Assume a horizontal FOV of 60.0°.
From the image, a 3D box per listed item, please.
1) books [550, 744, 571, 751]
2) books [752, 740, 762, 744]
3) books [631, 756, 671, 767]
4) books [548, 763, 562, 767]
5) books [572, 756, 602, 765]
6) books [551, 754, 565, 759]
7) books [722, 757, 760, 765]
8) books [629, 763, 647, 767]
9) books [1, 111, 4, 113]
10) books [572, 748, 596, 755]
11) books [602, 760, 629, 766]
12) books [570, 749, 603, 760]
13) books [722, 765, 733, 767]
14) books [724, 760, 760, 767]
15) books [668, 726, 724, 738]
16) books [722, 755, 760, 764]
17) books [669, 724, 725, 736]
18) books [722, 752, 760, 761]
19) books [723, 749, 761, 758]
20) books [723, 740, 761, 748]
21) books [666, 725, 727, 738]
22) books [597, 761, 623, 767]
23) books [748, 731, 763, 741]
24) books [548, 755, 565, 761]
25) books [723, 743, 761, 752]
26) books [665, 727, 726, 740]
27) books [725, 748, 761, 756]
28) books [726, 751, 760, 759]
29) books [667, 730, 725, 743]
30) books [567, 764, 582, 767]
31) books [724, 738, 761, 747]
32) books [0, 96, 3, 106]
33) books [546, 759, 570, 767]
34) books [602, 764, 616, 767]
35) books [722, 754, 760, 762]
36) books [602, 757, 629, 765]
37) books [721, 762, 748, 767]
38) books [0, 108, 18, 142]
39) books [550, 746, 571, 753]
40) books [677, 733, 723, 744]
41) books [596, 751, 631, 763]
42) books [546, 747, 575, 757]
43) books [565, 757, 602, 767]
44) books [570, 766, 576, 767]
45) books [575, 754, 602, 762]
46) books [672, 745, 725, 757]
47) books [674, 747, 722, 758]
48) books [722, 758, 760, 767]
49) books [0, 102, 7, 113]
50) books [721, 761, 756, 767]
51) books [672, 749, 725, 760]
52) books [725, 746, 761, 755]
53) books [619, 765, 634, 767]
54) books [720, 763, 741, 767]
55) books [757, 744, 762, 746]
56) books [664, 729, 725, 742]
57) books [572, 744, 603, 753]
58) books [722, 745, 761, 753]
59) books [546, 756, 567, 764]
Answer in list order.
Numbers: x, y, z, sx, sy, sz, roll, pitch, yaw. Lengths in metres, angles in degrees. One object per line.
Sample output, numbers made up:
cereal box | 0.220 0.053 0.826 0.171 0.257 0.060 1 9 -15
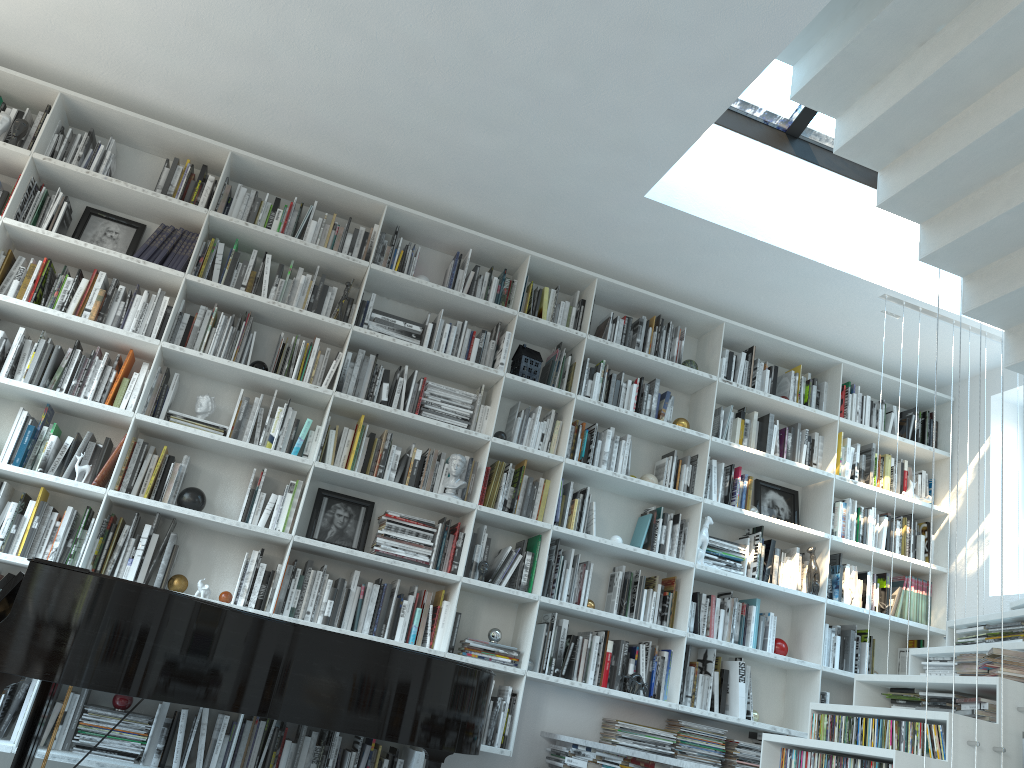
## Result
books | 0.314 1.842 4.460 0.159 0.011 0.246 18 -22 -17
books | 1.466 1.980 4.849 0.159 0.012 0.286 19 -22 -17
books | 0.603 1.578 3.665 0.139 0.028 0.262 15 -21 -9
books | 0.297 1.928 4.428 0.163 0.017 0.233 16 -21 -12
books | 0.398 1.785 4.185 0.171 0.007 0.207 16 -21 -12
books | 0.316 1.885 4.448 0.145 0.008 0.298 17 -21 -15
books | 1.310 2.059 4.813 0.328 0.008 0.208 16 -21 -12
books | 0.609 1.600 3.661 0.129 0.013 0.297 18 -21 -16
books | -2.570 -1.228 4.435 0.021 0.225 0.157 17 -21 -14
books | 0.411 1.753 4.199 0.159 0.007 0.286 17 -21 -15
books | 0.506 1.687 3.916 0.160 0.010 0.180 17 -21 -14
books | 0.407 1.764 4.195 0.163 0.018 0.290 17 -21 -15
books | 1.303 2.099 4.792 0.328 0.008 0.208 19 -22 -18
books | 1.306 2.074 4.810 0.328 0.008 0.208 17 -21 -15
books | 0.985 1.867 4.752 0.254 0.005 0.161 16 -21 -10
books | 1.311 2.052 4.816 0.328 0.008 0.208 18 -21 -16
books | 0.987 1.856 4.754 0.254 0.005 0.161 19 -22 -19
books | 1.313 2.039 4.823 0.328 0.008 0.208 17 -21 -13
books | 1.317 2.024 4.823 0.328 0.008 0.208 18 -22 -17
books | 1.328 1.979 4.833 0.368 0.007 0.206 19 -22 -19
books | 0.985 1.862 4.756 0.285 0.005 0.160 18 -22 -17
books | 0.499 1.693 3.912 0.167 0.008 0.235 17 -21 -15
books | 1.458 1.950 4.855 0.205 0.035 0.267 17 -21 -13
books | 0.307 1.891 4.443 0.156 0.009 0.288 18 -21 -16
books | 1.322 1.996 4.836 0.328 0.008 0.208 16 -21 -12
books | 0.981 1.870 4.749 0.285 0.005 0.160 19 -22 -18
books | 1.318 2.017 4.828 0.328 0.008 0.208 16 -21 -12
books | 1.316 2.030 4.820 0.368 0.007 0.206 16 -21 -11
books | 0.976 1.887 4.750 0.285 0.005 0.160 17 -21 -13
books | 0.393 1.820 4.173 0.163 0.008 0.295 18 -21 -16
books | 1.326 1.975 4.844 0.368 0.007 0.206 16 -21 -12
books | -2.620 -1.284 4.439 0.029 0.313 0.129 17 -21 -14
books | 0.292 1.910 4.432 0.175 0.017 0.266 16 -21 -11
books | 0.505 1.705 3.910 0.144 0.013 0.221 16 -21 -11
books | 1.311 2.046 4.821 0.368 0.007 0.206 17 -21 -13
books | 0.508 1.676 3.920 0.149 0.013 0.220 16 -21 -11
books | 1.303 2.088 4.806 0.368 0.007 0.206 17 -21 -13
books | -2.523 -1.228 4.447 0.021 0.252 0.179 17 -21 -14
books | 0.312 1.851 4.457 0.167 0.008 0.235 17 -21 -15
books | 0.975 1.892 4.748 0.254 0.005 0.161 17 -21 -15
books | 0.499 1.660 3.922 0.165 0.015 0.243 19 -22 -18
books | 0.300 1.859 4.450 0.171 0.015 0.253 19 -22 -18
books | 0.384 1.799 4.176 0.189 0.029 0.238 18 -22 -17
books | 0.395 1.829 4.171 0.152 0.009 0.260 18 -22 -17
books | 0.406 1.778 4.190 0.143 0.012 0.265 15 -21 -9
books | 0.966 1.952 4.725 0.285 0.007 0.160 16 -21 -12
books | 0.966 1.958 4.718 0.254 0.007 0.161 19 -22 -18
books | 1.309 2.065 4.808 0.368 0.007 0.206 18 -22 -17
books | -2.581 -1.255 4.440 0.013 0.274 0.159 17 -21 -14
books | 1.303 2.081 4.810 0.328 0.008 0.208 17 -21 -14
books | 0.966 1.963 4.713 0.285 0.007 0.160 15 -21 -9
books | 1.318 2.011 4.834 0.368 0.007 0.206 17 -21 -15
books | 0.583 1.602 3.651 0.187 0.009 0.261 17 -21 -15
books | 1.304 2.093 4.798 0.328 0.008 0.208 16 -21 -11
books | 1.464 1.997 4.843 0.165 0.015 0.244 16 -21 -11
books | 0.977 1.883 4.752 0.285 0.005 0.160 17 -21 -15
books | 0.404 1.738 4.201 0.171 0.020 0.194 19 -22 -18
books | 1.323 2.001 4.826 0.328 0.008 0.208 15 -21 -9
books | 0.299 1.898 4.438 0.179 0.012 0.262 17 -21 -14
